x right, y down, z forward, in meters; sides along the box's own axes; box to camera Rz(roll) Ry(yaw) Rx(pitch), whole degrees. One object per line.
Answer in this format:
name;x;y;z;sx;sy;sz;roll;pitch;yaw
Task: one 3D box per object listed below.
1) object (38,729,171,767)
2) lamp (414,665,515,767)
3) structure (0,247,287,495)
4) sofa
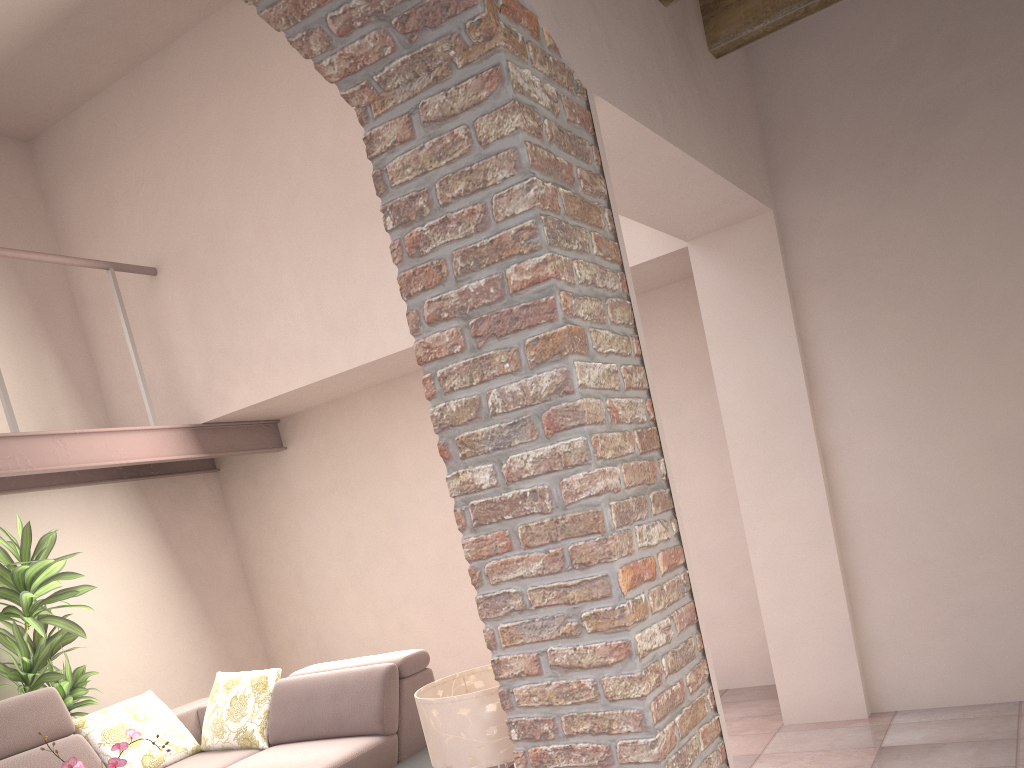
object;-1.299;1.369;2.933;0.373;0.609;0.289;-12;5;24
lamp;0.009;1.256;2.637;0.415;0.867;0.374;-10;6;29
structure;-2.254;0.571;2.743;3.832;3.261;7.047;-14;-4;29
sofa;-1.736;1.750;3.687;2.191;0.957;3.091;-16;-7;29
